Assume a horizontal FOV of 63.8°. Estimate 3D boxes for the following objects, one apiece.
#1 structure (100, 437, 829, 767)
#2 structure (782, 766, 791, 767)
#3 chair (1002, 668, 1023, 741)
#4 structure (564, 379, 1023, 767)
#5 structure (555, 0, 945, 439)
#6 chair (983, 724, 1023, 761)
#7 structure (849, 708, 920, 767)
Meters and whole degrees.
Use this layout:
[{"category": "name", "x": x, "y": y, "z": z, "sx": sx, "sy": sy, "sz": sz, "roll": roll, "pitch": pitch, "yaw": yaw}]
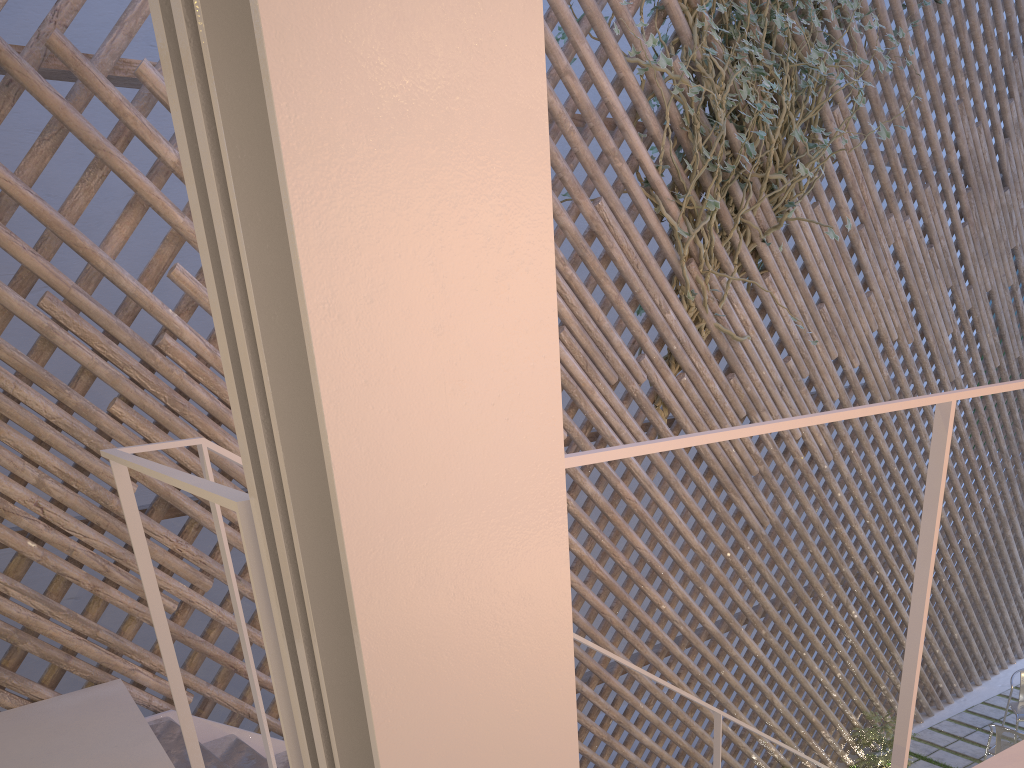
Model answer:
[{"category": "structure", "x": 0.254, "y": 1.015, "z": 1.912, "sx": 1.871, "sy": 2.161, "sz": 1.113, "roll": -14, "pitch": 20, "yaw": -35}, {"category": "structure", "x": 1.211, "y": 1.760, "z": 3.539, "sx": 0.257, "sy": 0.287, "sz": 0.247, "roll": -10, "pitch": 14, "yaw": -24}, {"category": "chair", "x": 2.488, "y": 1.556, "z": 3.899, "sx": 0.263, "sy": 0.417, "sz": 0.220, "roll": -2, "pitch": 17, "yaw": 8}, {"category": "structure", "x": 0.715, "y": 0.275, "z": 1.098, "sx": 1.646, "sy": 0.621, "sz": 0.025, "roll": -7, "pitch": 20, "yaw": -29}, {"category": "structure", "x": 0.875, "y": -1.263, "z": 2.463, "sx": 2.241, "sy": 2.997, "sz": 0.693, "roll": -15, "pitch": 22, "yaw": -35}, {"category": "chair", "x": 2.164, "y": 1.602, "z": 3.512, "sx": 0.238, "sy": 0.417, "sz": 0.245, "roll": -14, "pitch": 19, "yaw": -31}, {"category": "structure", "x": 1.743, "y": 1.664, "z": 3.844, "sx": 0.285, "sy": 0.356, "sz": 0.296, "roll": 9, "pitch": 19, "yaw": 42}]
